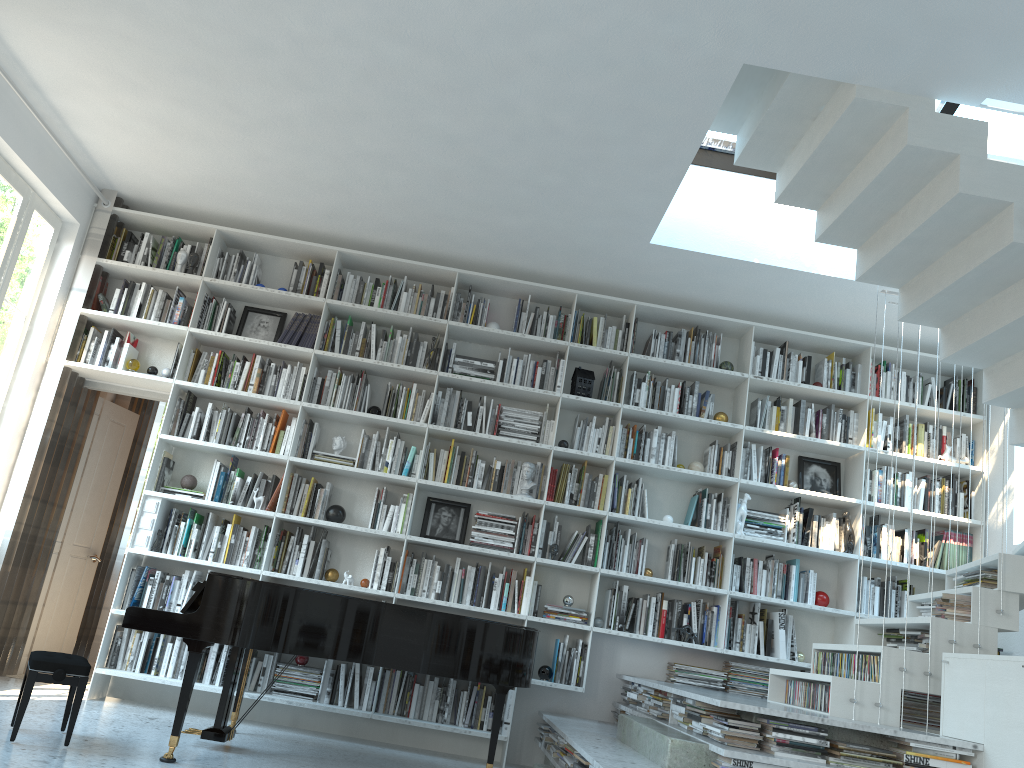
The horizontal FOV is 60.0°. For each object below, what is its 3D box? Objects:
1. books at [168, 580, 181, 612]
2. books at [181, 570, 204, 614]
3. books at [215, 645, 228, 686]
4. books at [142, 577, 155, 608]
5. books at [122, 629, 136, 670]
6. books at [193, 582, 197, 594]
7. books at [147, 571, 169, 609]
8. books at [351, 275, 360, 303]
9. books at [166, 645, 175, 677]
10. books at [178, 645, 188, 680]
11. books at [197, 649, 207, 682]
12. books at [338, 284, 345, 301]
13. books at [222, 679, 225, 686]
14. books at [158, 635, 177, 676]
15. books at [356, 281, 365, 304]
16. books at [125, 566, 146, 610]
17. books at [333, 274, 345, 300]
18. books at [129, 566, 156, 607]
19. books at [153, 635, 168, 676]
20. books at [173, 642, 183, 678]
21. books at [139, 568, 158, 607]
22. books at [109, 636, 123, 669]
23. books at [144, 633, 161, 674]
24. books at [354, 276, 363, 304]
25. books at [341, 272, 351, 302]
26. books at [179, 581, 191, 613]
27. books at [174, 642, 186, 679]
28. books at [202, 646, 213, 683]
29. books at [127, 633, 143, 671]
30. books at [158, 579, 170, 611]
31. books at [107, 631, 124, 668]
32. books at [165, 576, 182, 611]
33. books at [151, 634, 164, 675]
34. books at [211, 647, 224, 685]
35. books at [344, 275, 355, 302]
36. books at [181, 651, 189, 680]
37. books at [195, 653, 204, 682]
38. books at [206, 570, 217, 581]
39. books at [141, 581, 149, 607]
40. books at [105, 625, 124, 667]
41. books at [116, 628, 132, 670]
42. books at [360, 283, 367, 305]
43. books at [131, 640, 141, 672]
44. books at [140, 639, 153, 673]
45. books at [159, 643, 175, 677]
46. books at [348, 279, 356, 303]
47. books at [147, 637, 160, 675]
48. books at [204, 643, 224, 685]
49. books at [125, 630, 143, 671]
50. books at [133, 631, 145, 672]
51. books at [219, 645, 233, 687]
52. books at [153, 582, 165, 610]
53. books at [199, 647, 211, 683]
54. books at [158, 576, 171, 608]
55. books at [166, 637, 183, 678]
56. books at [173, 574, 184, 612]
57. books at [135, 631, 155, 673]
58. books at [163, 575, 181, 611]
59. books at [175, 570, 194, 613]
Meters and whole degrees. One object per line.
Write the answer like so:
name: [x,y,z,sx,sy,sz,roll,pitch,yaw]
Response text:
books: [-2.134,1.368,5.640,0.028,0.228,0.158,10,-15,-1]
books: [-2.043,1.344,5.647,0.039,0.306,0.173,10,-15,-1]
books: [-1.794,1.736,5.563,0.021,0.295,0.188,10,-15,-1]
books: [-2.283,1.343,5.627,0.022,0.220,0.188,10,-16,-1]
books: [-2.374,1.661,5.555,0.024,0.246,0.143,10,-15,-1]
books: [-2.016,1.389,5.659,0.031,0.238,0.132,10,-15,-1]
books: [-2.254,1.328,5.639,0.029,0.265,0.172,10,-15,-1]
books: [-1.096,-0.615,6.244,0.023,0.250,0.171,10,-15,-1]
books: [-2.114,1.728,5.568,0.014,0.210,0.146,10,-15,-1]
books: [-2.026,1.733,5.546,0.021,0.217,0.191,10,-16,-1]
books: [-1.922,1.713,5.583,0.013,0.309,0.131,10,-15,-1]
books: [-1.200,-0.597,6.243,0.024,0.182,0.133,10,-16,-1]
books: [-1.744,1.770,5.578,0.065,0.255,0.156,10,-15,-1]
books: [-2.159,1.702,5.567,0.022,0.245,0.135,10,-15,-1]
books: [-1.061,-0.592,6.223,0.029,0.207,0.179,10,-16,-1]
books: [-2.380,1.297,5.624,0.011,0.276,0.190,10,-15,-1]
books: [-1.221,-0.632,6.235,0.029,0.237,0.156,10,-15,-1]
books: [-2.349,1.301,5.634,0.052,0.282,0.172,10,-15,-1]
books: [-2.170,1.667,5.553,0.013,0.299,0.184,10,-15,-1]
books: [-2.062,1.690,5.574,0.014,0.303,0.140,10,-15,-1]
books: [-2.320,1.317,5.653,0.010,0.273,0.150,10,-15,-1]
books: [-2.440,1.671,5.524,0.029,0.190,0.177,10,-16,-1]
books: [-2.241,1.684,5.564,0.022,0.251,0.140,10,-15,-1]
books: [-1.078,-0.612,6.240,0.012,0.249,0.174,10,-15,-1]
books: [-1.171,-0.636,6.266,0.021,0.278,0.141,10,-15,-1]
books: [-2.076,1.381,5.656,0.012,0.232,0.149,10,-15,-1]
books: [-2.045,1.706,5.552,0.025,0.265,0.160,10,-15,-1]
books: [-1.887,1.757,5.560,0.022,0.224,0.141,10,-15,-1]
books: [-2.342,1.675,5.545,0.022,0.225,0.155,10,-15,-1]
books: [-2.183,1.359,5.628,0.028,0.222,0.189,10,-16,-1]
books: [-2.465,1.662,5.553,0.023,0.215,0.159,10,-16,-1]
books: [-2.149,1.350,5.630,0.010,0.252,0.178,10,-15,-1]
books: [-2.195,1.689,5.561,0.027,0.256,0.160,10,-15,-1]
books: [-1.828,1.754,5.586,0.040,0.263,0.138,10,-15,-1]
books: [-1.146,-0.625,6.245,0.031,0.254,0.146,10,-15,-1]
books: [-2.003,1.743,5.544,0.028,0.205,0.171,10,-16,-1]
books: [-1.943,1.733,5.544,0.023,0.243,0.188,10,-16,-1]
books: [-1.945,1.352,5.648,0.014,0.324,0.171,10,-15,-1]
books: [-2.310,1.356,5.644,0.024,0.197,0.148,10,-16,-1]
books: [-2.480,1.640,5.557,0.012,0.253,0.161,10,-15,-1]
books: [-2.404,1.631,5.553,0.044,0.293,0.182,10,-15,-1]
books: [-1.040,-0.585,6.237,0.015,0.207,0.167,10,-16,-1]
books: [-2.325,1.699,5.547,0.022,0.185,0.146,10,-16,-1]
books: [-2.266,1.701,5.553,0.022,0.205,0.159,10,-16,-1]
books: [-2.135,1.721,5.537,0.030,0.201,0.168,10,-16,-1]
books: [-1.121,-0.605,6.237,0.023,0.219,0.182,10,-16,-1]
books: [-2.221,1.700,5.550,0.022,0.220,0.163,10,-16,-1]
books: [-1.860,1.746,5.562,0.027,0.255,0.179,10,-15,-1]
books: [-2.351,1.630,5.562,0.011,0.317,0.158,10,-15,-1]
books: [-2.300,1.662,5.539,0.013,0.261,0.174,10,-15,-1]
books: [-1.777,1.735,5.562,0.012,0.303,0.166,10,-15,-1]
books: [-2.234,1.370,5.652,0.025,0.199,0.137,10,-15,-1]
books: [-1.912,1.761,5.570,0.024,0.213,0.137,10,-15,-1]
books: [-2.208,1.352,5.663,0.022,0.247,0.134,10,-15,-1]
books: [-2.086,1.699,5.551,0.031,0.265,0.187,10,-15,-1]
books: [-2.111,1.356,5.665,0.013,0.273,0.146,10,-15,-1]
books: [-2.282,1.664,5.546,0.023,0.265,0.177,10,-15,-1]
books: [-2.161,1.347,5.635,0.013,0.256,0.190,10,-16,-1]
books: [-2.089,1.345,5.662,0.027,0.298,0.142,10,-15,-1]
